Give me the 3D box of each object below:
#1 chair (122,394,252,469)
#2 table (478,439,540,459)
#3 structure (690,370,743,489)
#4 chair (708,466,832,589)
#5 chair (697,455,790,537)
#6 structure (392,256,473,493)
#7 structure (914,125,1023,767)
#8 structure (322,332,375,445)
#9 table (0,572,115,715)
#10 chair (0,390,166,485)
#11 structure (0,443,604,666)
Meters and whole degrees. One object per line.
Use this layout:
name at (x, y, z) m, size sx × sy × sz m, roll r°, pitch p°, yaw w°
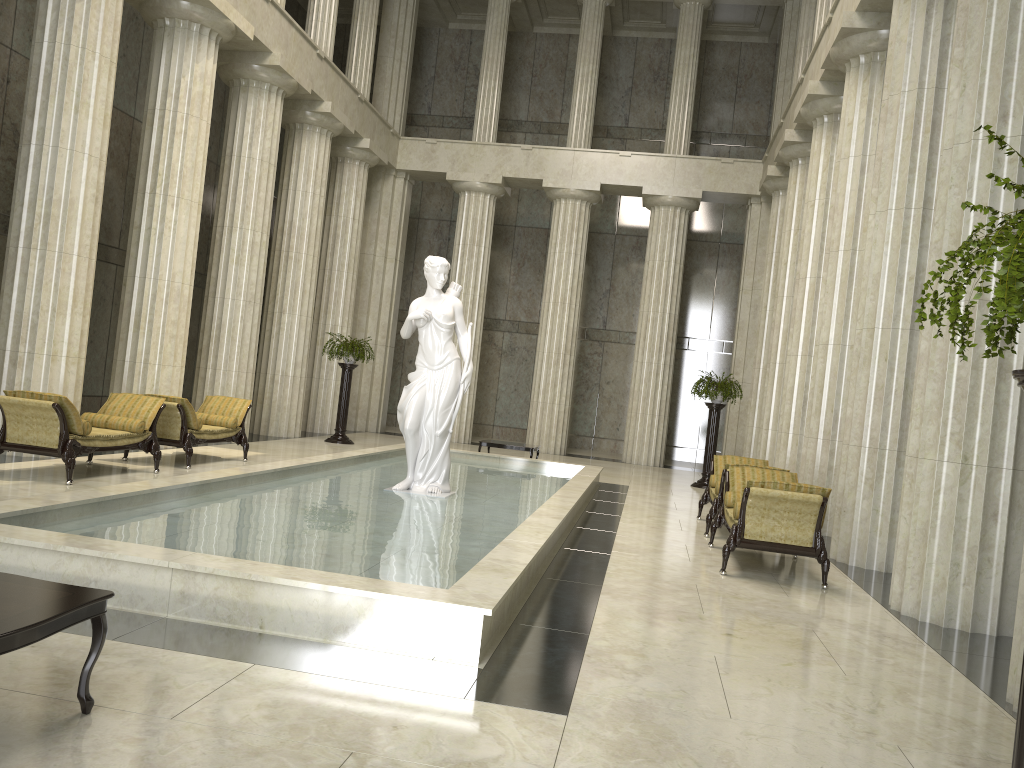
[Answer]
chair at (-4.611, 0.638, 12.792) m, size 0.993 × 0.950 × 2.172 m, roll 6°, pitch -1°, yaw 9°
table at (-0.059, 1.414, 17.409) m, size 1.134 × 0.494 × 1.123 m, roll 6°, pitch -1°, yaw 7°
structure at (4.080, 0.924, 18.029) m, size 1.053 × 2.386 × 1.159 m, roll 6°, pitch -1°, yaw 14°
chair at (2.628, 1.400, 9.148) m, size 0.993 × 0.950 × 2.172 m, roll 6°, pitch -1°, yaw 9°
chair at (3.007, 1.465, 11.585) m, size 0.993 × 0.950 × 2.172 m, roll 6°, pitch -1°, yaw 9°
structure at (-0.958, -0.033, 10.745) m, size 0.940 × 3.044 × 0.729 m, roll 6°, pitch -1°, yaw 3°
structure at (1.699, 0.511, 2.585) m, size 1.159 × 2.386 × 1.053 m, roll 6°, pitch -1°, yaw 39°
structure at (-3.613, 0.088, 19.255) m, size 1.159 × 2.386 × 1.053 m, roll 6°, pitch -1°, yaw 4°
table at (-2.266, 1.032, 3.215) m, size 1.134 × 0.494 × 1.123 m, roll 6°, pitch -1°, yaw 7°
chair at (-4.991, 0.572, 10.354) m, size 0.993 × 0.950 × 2.172 m, roll 6°, pitch -1°, yaw 9°
structure at (-1.088, 1.415, 10.753) m, size 3.754 × 0.508 × 11.573 m, roll 6°, pitch -1°, yaw 9°
